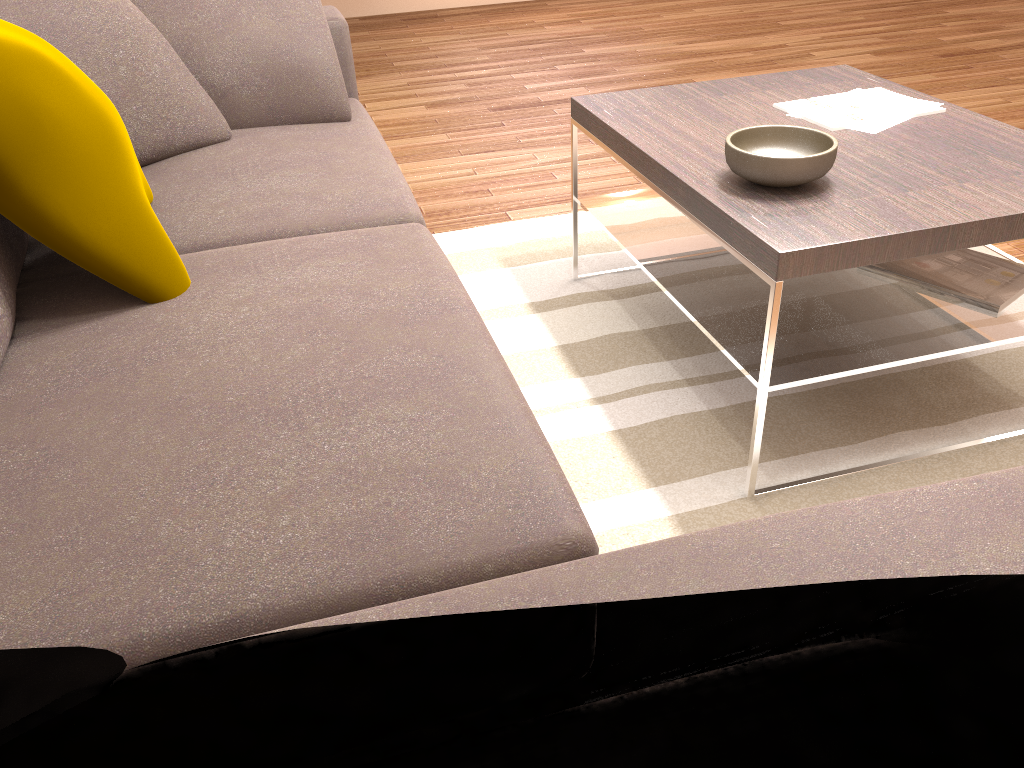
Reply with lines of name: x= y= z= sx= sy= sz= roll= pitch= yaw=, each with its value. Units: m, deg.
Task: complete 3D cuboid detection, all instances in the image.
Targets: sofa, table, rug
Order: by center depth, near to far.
sofa: x=-0.323 y=0.113 z=1.412 sx=1.906 sy=0.776 sz=3.565 roll=-11 pitch=33 yaw=-12
table: x=0.735 y=-0.350 z=2.224 sx=0.856 sy=0.558 sz=1.110 roll=-11 pitch=33 yaw=-12
rug: x=0.748 y=-0.120 z=2.381 sx=1.791 sy=0.024 sz=2.122 roll=-11 pitch=33 yaw=-12

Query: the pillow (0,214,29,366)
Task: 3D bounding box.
pillow: x=-1.045 y=-0.302 z=1.306 sx=0.459 sy=0.590 sz=0.783 roll=-14 pitch=34 yaw=-17

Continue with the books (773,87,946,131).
books: x=0.867 y=-0.693 z=2.227 sx=0.332 sy=0.010 sz=0.241 roll=-13 pitch=34 yaw=-16

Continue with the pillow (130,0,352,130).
pillow: x=-0.863 y=-0.902 z=2.339 sx=0.749 sy=0.470 sz=0.560 roll=-13 pitch=34 yaw=-15

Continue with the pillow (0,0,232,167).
pillow: x=-1.059 y=-0.727 z=1.814 sx=0.399 sy=0.635 sz=0.811 roll=17 pitch=37 yaw=28

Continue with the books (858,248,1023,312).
books: x=1.028 y=-0.265 z=2.084 sx=0.241 sy=0.026 sz=0.332 roll=-27 pitch=40 yaw=-33

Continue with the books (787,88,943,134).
books: x=0.886 y=-0.686 z=2.227 sx=0.332 sy=0.008 sz=0.241 roll=-27 pitch=40 yaw=-33

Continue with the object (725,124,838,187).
object: x=0.545 y=-0.458 z=1.812 sx=0.219 sy=0.081 sz=0.219 roll=-8 pitch=33 yaw=-8

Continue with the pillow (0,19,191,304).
pillow: x=-0.840 y=-0.418 z=1.526 sx=0.382 sy=0.492 sz=0.658 roll=-17 pitch=35 yaw=-21
